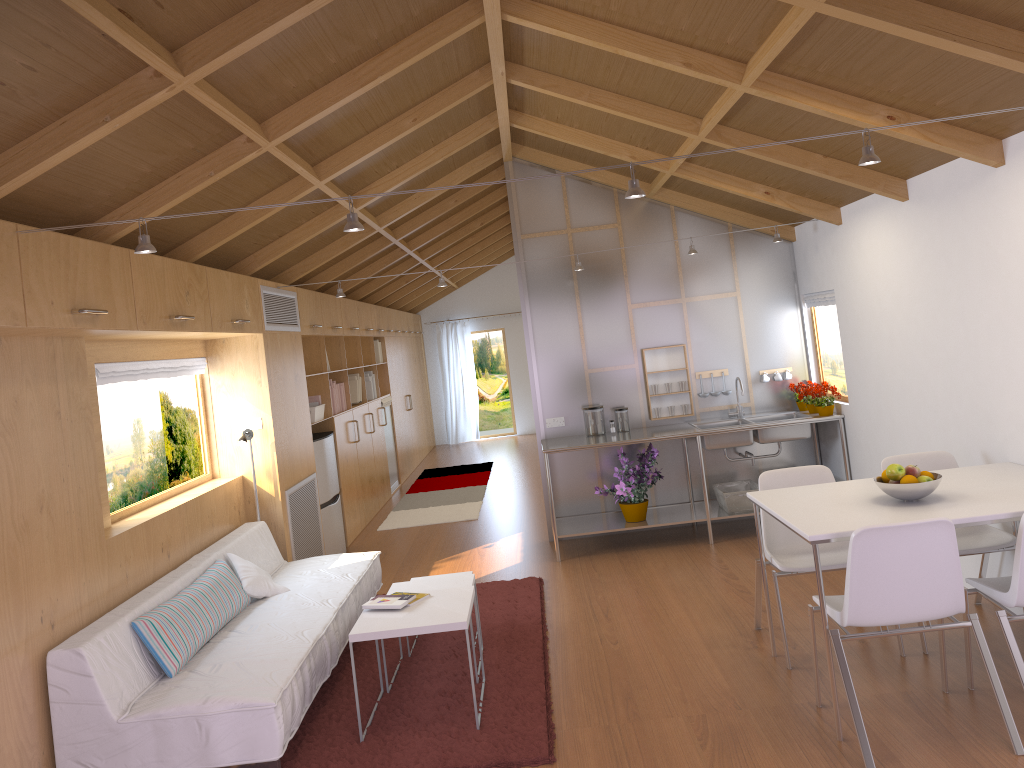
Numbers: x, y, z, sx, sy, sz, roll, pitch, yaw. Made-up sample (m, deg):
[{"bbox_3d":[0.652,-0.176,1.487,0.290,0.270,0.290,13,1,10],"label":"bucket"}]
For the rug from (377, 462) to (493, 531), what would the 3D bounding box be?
[{"bbox_3d":[-0.736,1.184,9.855,0.916,0.011,3.722,-7,3,1],"label":"rug"}]

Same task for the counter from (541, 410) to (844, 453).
[{"bbox_3d":[1.265,0.331,6.463,2.109,0.021,0.650,-7,3,1],"label":"counter"}]

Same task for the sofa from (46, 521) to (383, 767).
[{"bbox_3d":[-1.259,1.192,4.414,0.862,0.629,2.355,-7,2,1],"label":"sofa"}]

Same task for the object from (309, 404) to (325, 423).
[{"bbox_3d":[-1.632,0.244,7.101,0.203,0.123,0.350,-7,2,1],"label":"object"}]

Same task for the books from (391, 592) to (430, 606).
[{"bbox_3d":[-0.492,0.976,4.005,0.192,0.016,0.153,-5,3,30],"label":"books"}]

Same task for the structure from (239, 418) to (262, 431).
[{"bbox_3d":[-1.697,0.263,5.744,0.142,0.071,0.011,-7,-2,1],"label":"structure"}]

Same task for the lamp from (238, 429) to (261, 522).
[{"bbox_3d":[-1.595,0.879,5.591,0.183,1.199,0.253,-6,-2,-23],"label":"lamp"}]

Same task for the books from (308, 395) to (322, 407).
[{"bbox_3d":[-1.637,0.196,7.226,0.150,0.193,0.088,-7,-1,1],"label":"books"}]

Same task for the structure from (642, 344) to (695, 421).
[{"bbox_3d":[1.191,-0.013,6.755,0.328,0.546,0.076,-7,-2,1],"label":"structure"}]

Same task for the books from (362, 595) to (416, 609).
[{"bbox_3d":[-0.547,0.970,3.937,0.192,0.016,0.153,-6,3,20],"label":"books"}]

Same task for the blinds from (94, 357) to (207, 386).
[{"bbox_3d":[-2.007,-0.083,5.010,0.047,0.111,1.497,-7,3,1],"label":"blinds"}]

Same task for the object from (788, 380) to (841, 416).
[{"bbox_3d":[2.197,0.099,6.438,0.233,0.235,0.688,-7,2,2],"label":"object"}]

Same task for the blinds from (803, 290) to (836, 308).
[{"bbox_3d":[2.238,-0.615,6.400,0.047,0.111,0.725,-7,3,1],"label":"blinds"}]

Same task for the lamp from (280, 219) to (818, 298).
[{"bbox_3d":[0.259,-0.850,6.208,3.827,0.153,0.072,-7,-1,1],"label":"lamp"}]

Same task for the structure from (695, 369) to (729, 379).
[{"bbox_3d":[1.535,-0.078,6.781,0.250,0.051,0.016,-7,-1,1],"label":"structure"}]

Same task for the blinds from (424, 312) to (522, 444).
[{"bbox_3d":[0.083,-0.173,14.545,2.847,2.041,0.232,-7,-2,0],"label":"blinds"}]

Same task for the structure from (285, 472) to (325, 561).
[{"bbox_3d":[-1.446,1.045,6.238,0.013,0.722,0.819,-7,1,1],"label":"structure"}]

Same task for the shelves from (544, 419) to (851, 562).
[{"bbox_3d":[1.311,0.723,6.452,2.092,0.754,0.632,-7,0,1],"label":"shelves"}]

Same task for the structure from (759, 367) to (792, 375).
[{"bbox_3d":[2.023,-0.098,6.762,0.250,0.032,0.041,-7,1,1],"label":"structure"}]

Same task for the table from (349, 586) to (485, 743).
[{"bbox_3d":[-0.394,1.196,3.844,0.485,0.439,0.524,-7,1,1],"label":"table"}]

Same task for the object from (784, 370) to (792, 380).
[{"bbox_3d":[2.107,-0.070,6.754,0.059,0.080,0.062,-7,0,1],"label":"object"}]

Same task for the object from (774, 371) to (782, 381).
[{"bbox_3d":[2.029,-0.060,6.750,0.059,0.081,0.062,-7,0,8],"label":"object"}]

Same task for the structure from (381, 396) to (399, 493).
[{"bbox_3d":[-1.535,0.702,10.252,0.315,1.081,0.725,-7,0,1],"label":"structure"}]

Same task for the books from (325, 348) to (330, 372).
[{"bbox_3d":[-1.690,-0.241,7.637,0.175,0.297,0.279,-7,0,1],"label":"books"}]

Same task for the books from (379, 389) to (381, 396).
[{"bbox_3d":[-1.607,0.009,10.051,0.175,0.297,0.279,-7,0,1],"label":"books"}]

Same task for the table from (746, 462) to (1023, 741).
[{"bbox_3d":[1.712,0.819,3.597,1.208,0.744,0.899,-7,1,1],"label":"table"}]

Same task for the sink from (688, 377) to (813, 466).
[{"bbox_3d":[1.729,0.268,6.484,0.810,0.642,0.563,-7,0,1],"label":"sink"}]

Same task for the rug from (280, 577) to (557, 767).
[{"bbox_3d":[-0.768,1.444,4.508,1.884,0.020,2.481,-7,3,1],"label":"rug"}]

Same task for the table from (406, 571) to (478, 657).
[{"bbox_3d":[-0.373,1.217,4.704,0.341,0.309,0.369,-7,1,1],"label":"table"}]

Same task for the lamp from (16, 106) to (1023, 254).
[{"bbox_3d":[0.207,-0.690,3.018,3.827,0.153,0.072,-7,-1,1],"label":"lamp"}]

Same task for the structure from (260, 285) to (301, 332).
[{"bbox_3d":[-1.633,-0.524,6.260,0.013,0.301,0.903,-7,2,1],"label":"structure"}]

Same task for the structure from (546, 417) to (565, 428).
[{"bbox_3d":[0.333,0.295,6.795,0.142,0.071,0.011,-7,-2,1],"label":"structure"}]

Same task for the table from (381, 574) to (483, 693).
[{"bbox_3d":[-0.383,1.200,4.305,0.424,0.384,0.458,-7,1,1],"label":"table"}]

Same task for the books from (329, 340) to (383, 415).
[{"bbox_3d":[-1.637,-0.123,9.086,0.189,0.658,3.109,-7,3,1],"label":"books"}]
